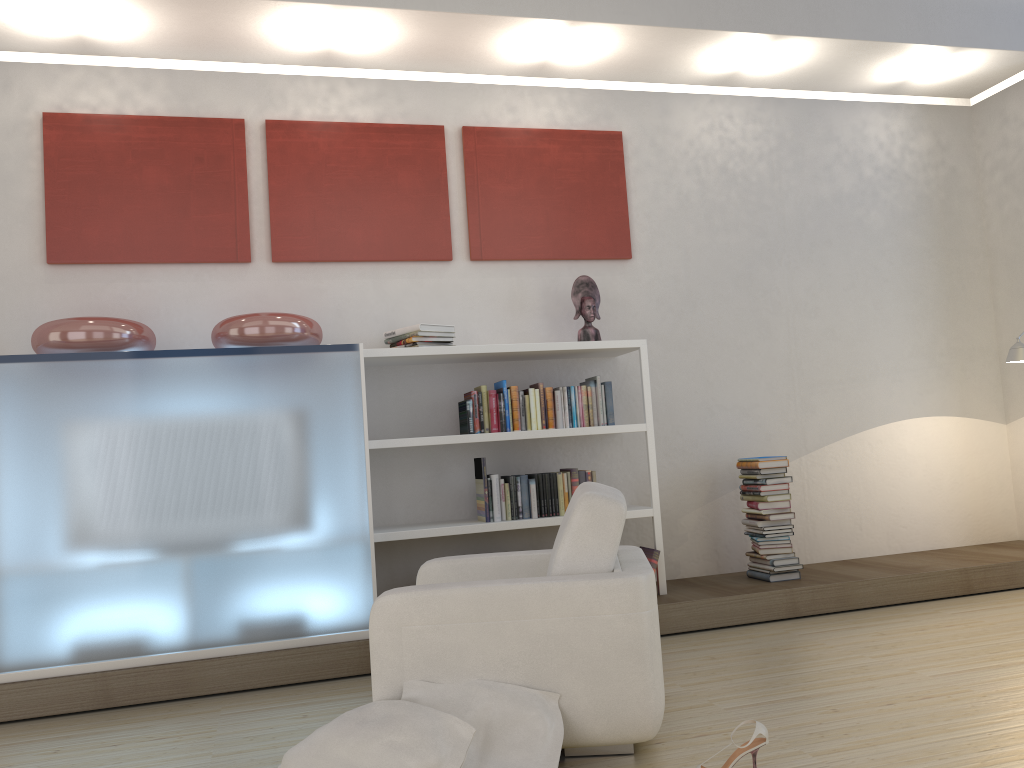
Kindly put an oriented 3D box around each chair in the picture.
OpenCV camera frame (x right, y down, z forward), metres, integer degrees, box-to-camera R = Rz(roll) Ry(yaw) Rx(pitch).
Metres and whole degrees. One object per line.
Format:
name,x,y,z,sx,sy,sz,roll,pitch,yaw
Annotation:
chair,0.034,0.789,3.226,0.941,0.828,0.919,-4,-4,4

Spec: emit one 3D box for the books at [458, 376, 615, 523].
books,0.152,0.347,4.838,0.831,0.743,0.215,-3,-5,-16

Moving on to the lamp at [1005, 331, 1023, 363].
lamp,3.331,0.204,5.301,0.891,1.841,0.204,-2,-5,-20

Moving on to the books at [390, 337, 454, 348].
books,-0.490,-0.222,4.790,0.247,0.025,0.287,-1,-5,-31

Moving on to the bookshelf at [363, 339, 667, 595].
bookshelf,-0.037,0.503,4.863,1.599,1.396,0.465,-3,-5,-16

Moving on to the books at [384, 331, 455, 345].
books,-0.501,-0.248,4.808,0.247,0.027,0.328,0,-6,-40

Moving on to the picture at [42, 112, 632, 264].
picture,-0.853,-1.084,5.002,3.227,0.794,0.030,-3,-5,-16

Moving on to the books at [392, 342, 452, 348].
books,-0.502,-0.199,4.809,0.247,0.018,0.287,0,-6,-42

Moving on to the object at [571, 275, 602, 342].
object,0.429,-0.421,5.062,0.133,0.409,0.138,-7,-5,31

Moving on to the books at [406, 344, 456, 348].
books,-0.497,-0.181,4.803,0.247,0.018,0.328,0,-6,-40

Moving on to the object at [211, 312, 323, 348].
object,-1.236,-0.247,4.491,0.534,0.206,0.546,-6,-5,21

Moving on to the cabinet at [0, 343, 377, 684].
cabinet,-1.564,0.567,4.324,1.670,1.396,0.689,-3,-5,-16

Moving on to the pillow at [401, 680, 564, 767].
pillow,-0.164,1.059,2.637,0.615,0.315,0.312,-5,-4,11

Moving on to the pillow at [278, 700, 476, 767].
pillow,-0.452,1.113,2.635,0.712,0.287,0.299,-7,-5,37

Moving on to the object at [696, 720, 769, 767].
object,0.625,1.076,2.604,0.265,0.149,0.089,-4,-4,-3

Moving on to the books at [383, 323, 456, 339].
books,-0.504,-0.280,4.811,0.247,0.038,0.319,0,-6,-44

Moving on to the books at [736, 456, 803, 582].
books,1.498,0.772,5.141,0.270,0.694,0.329,-3,-5,-16

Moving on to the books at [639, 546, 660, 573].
books,0.232,1.040,4.775,1.125,0.281,0.274,-3,-4,-9

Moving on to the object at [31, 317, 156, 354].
object,-2.010,-0.210,4.279,0.546,0.206,0.534,-2,-5,-28
